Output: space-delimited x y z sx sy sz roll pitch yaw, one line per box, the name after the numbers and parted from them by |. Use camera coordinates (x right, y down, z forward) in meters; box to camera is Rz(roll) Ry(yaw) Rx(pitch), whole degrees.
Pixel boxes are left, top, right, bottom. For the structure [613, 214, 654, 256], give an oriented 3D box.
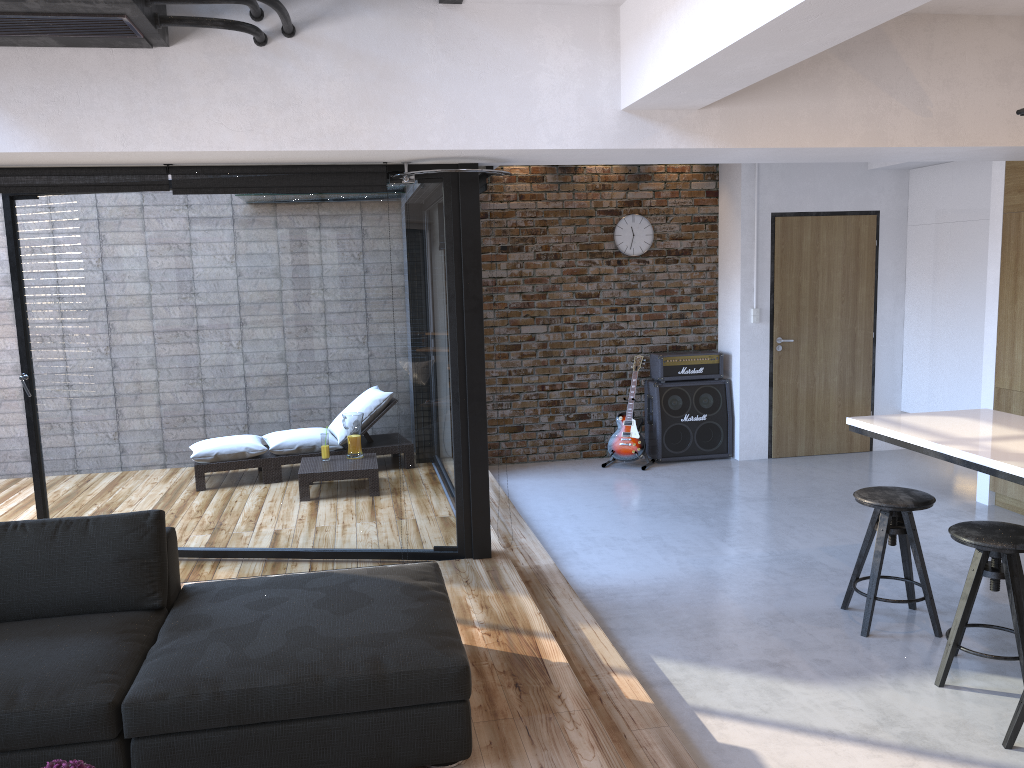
1.065 -1.303 7.775 0.360 0.361 0.040 -3 8 -10 | structure

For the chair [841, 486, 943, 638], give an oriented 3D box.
1.798 0.827 4.199 0.367 0.631 0.366 -1 8 5 | chair

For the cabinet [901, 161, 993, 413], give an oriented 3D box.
3.634 -0.703 6.998 0.020 2.121 1.706 -3 8 -10 | cabinet

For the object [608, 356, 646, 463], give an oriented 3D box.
1.053 0.211 7.758 0.330 0.875 0.523 2 9 24 | object

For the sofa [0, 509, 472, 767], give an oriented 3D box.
-1.497 0.980 1.927 2.998 0.702 3.038 -3 8 -10 | sofa

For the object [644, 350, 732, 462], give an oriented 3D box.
1.564 0.185 7.883 0.696 0.938 0.357 -3 8 -10 | object

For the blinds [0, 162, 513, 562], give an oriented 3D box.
-0.862 -0.137 5.122 1.828 2.056 3.854 4 9 34 | blinds

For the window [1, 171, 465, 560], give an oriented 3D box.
-1.489 -0.053 4.745 2.448 2.055 0.100 -1 8 7 | window

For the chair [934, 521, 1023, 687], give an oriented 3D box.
1.954 0.901 3.596 0.365 0.631 0.365 4 10 35 | chair

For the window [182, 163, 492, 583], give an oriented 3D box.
-1.391 -1.100 0.557 5.662 5.579 13.371 -3 8 -10 | window

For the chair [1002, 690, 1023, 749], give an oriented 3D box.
1.973 0.971 3.054 0.366 0.631 0.366 -7 10 -35 | chair

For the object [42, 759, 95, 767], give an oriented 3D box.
-0.865 0.827 1.612 0.375 0.343 0.341 -3 8 -9 | object

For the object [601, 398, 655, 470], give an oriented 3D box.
1.006 0.415 7.674 0.389 0.589 0.330 2 9 24 | object

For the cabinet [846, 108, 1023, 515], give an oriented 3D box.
3.462 0.013 1.405 2.473 2.878 9.097 -3 8 -10 | cabinet
